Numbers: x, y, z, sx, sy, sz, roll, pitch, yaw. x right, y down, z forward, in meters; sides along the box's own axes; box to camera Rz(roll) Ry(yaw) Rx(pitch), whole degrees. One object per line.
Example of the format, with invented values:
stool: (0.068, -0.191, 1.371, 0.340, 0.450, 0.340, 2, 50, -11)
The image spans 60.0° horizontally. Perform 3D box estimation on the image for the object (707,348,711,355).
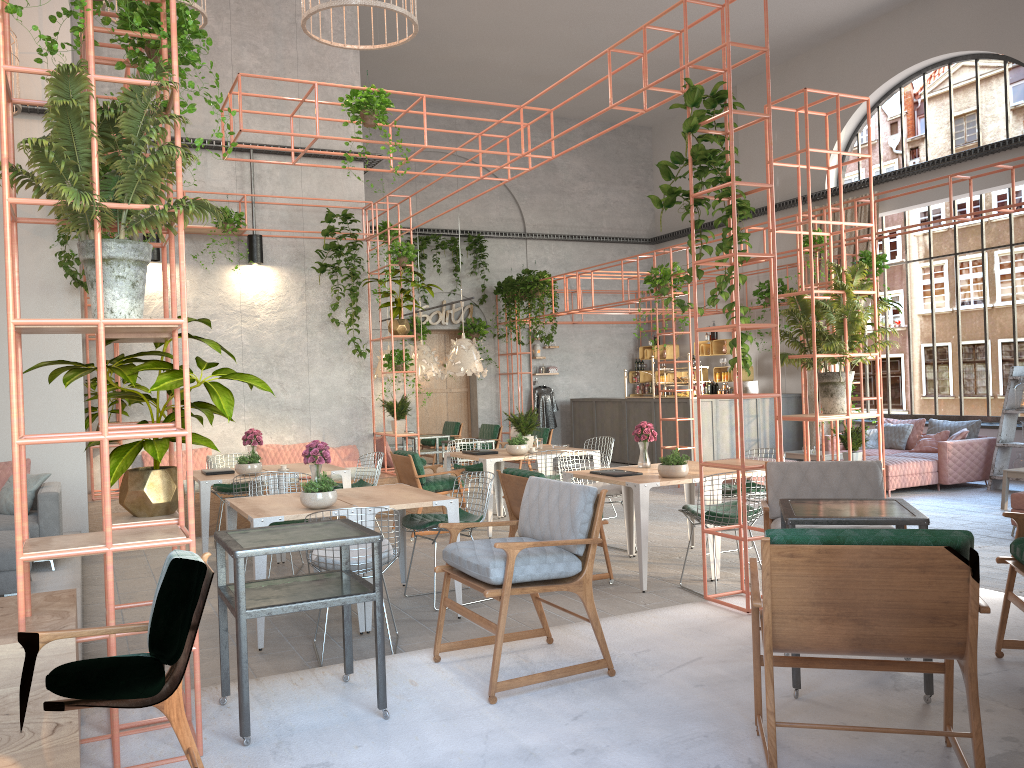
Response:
object: (3.868, -0.634, 17.250, 0.123, 0.142, 0.141, -2, 0, -26)

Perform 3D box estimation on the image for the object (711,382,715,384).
object: (3.966, 0.074, 17.516, 0.072, 0.248, 0.094, -2, 0, -26)

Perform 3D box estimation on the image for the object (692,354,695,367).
object: (3.646, -0.460, 17.821, 0.066, 0.291, 0.066, -2, 0, -19)

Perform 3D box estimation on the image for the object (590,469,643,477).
object: (0.874, 0.755, 7.465, 0.268, 0.031, 0.427, -2, 0, -26)

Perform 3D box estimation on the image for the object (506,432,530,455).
object: (0.055, 0.646, 9.592, 0.248, 0.247, 0.254, -2, 0, -26)

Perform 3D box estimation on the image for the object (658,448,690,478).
object: (1.288, 0.634, 7.097, 0.247, 0.247, 0.252, -2, 0, -26)

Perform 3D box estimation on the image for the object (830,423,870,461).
object: (3.913, 0.695, 10.198, 0.438, 0.527, 0.368, -2, 0, -26)

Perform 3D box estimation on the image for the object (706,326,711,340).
object: (3.895, -0.997, 17.488, 0.134, 0.301, 0.134, -2, 0, -37)

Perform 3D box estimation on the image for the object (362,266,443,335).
object: (-1.403, -1.092, 11.406, 0.934, 0.947, 0.903, -2, 0, 26)

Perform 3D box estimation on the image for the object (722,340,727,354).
object: (4.087, -0.700, 16.936, 0.137, 0.261, 0.137, -2, 0, 10)

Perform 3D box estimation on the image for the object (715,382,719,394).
object: (4.004, 0.053, 17.339, 0.074, 0.287, 0.072, -2, 0, 6)

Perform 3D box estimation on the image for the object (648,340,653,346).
object: (2.969, -0.878, 18.993, 0.088, 0.123, 0.088, -2, 0, 30)

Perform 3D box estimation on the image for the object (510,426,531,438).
object: (0.102, 0.617, 10.352, 0.241, 0.313, 0.241, -2, 0, 19)

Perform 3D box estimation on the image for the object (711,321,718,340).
object: (3.945, -1.040, 17.300, 0.134, 0.386, 0.134, -2, 0, -37)

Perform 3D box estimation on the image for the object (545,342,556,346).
object: (0.815, -0.849, 18.842, 0.263, 0.101, 0.013, -2, 0, -26)

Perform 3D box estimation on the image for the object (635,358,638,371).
object: (2.738, -0.433, 19.514, 0.066, 0.291, 0.066, -2, 0, 34)

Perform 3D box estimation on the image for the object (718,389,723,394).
object: (3.998, 0.145, 16.969, 0.115, 0.107, 0.115, -2, 0, -29)

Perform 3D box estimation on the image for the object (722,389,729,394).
object: (4.055, 0.144, 16.852, 0.115, 0.107, 0.115, -2, 0, 31)

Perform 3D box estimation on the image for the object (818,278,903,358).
object: (3.964, -0.773, 10.144, 0.923, 0.946, 0.924, -2, 0, 30)

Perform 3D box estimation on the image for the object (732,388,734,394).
object: (4.166, 0.140, 16.906, 0.115, 0.107, 0.115, -2, 0, -20)

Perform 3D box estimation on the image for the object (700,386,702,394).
object: (3.722, 0.098, 17.516, 0.073, 0.219, 0.105, -2, 0, -20)

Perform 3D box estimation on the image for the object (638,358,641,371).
object: (2.807, -0.435, 19.548, 0.066, 0.291, 0.066, -2, 0, -19)

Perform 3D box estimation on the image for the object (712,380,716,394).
object: (3.933, 0.059, 17.301, 0.065, 0.280, 0.065, -2, 0, 17)

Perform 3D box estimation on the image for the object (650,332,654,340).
object: (3.056, -0.971, 19.215, 0.134, 0.301, 0.134, -2, 0, -37)

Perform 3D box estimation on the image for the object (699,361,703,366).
object: (3.757, -0.392, 17.755, 0.115, 0.147, 0.115, -2, 0, -17)

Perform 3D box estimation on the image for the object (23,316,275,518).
object: (-1.585, 0.134, 4.008, 0.934, 0.923, 0.903, -2, 0, 31)

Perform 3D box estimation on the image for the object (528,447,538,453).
object: (0.229, 0.727, 9.849, 0.115, 0.078, 0.115, -2, 0, -20)

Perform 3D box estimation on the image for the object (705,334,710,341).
object: (3.808, -0.904, 17.266, 0.088, 0.123, 0.088, -2, 0, 30)

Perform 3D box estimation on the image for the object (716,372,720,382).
object: (3.954, -0.137, 16.996, 0.069, 0.191, 0.069, -2, 0, -14)

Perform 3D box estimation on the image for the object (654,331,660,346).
object: (3.106, -1.015, 19.027, 0.134, 0.386, 0.134, -2, 0, 8)

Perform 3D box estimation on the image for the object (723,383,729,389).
object: (4.083, 0.038, 16.937, 0.115, 0.107, 0.115, -2, 0, 30)

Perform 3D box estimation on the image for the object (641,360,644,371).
object: (2.881, -0.438, 19.581, 0.066, 0.291, 0.066, -2, 0, 14)

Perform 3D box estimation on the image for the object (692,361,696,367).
object: (3.639, -0.388, 17.698, 0.115, 0.147, 0.115, -2, 0, -17)

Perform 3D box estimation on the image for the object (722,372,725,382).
object: (4.026, -0.139, 16.849, 0.069, 0.191, 0.069, -2, 0, 10)

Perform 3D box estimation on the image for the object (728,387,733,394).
object: (4.142, 0.129, 16.806, 0.073, 0.131, 0.073, -2, 0, -33)

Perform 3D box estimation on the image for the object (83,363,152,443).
object: (-4.509, 0.196, 9.908, 0.934, 0.919, 0.903, -2, 0, 36)

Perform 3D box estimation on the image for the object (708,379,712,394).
object: (3.854, 0.057, 17.256, 0.066, 0.291, 0.066, -2, 0, -42)

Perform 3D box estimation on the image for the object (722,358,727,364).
object: (4.044, -0.406, 16.863, 0.083, 0.159, 0.083, -2, 0, 19)

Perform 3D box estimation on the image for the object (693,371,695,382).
object: (3.636, -0.162, 17.685, 0.072, 0.248, 0.094, -2, 0, -26)

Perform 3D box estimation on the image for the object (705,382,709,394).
object: (3.814, 0.080, 17.328, 0.082, 0.246, 0.082, -2, 0, 7)

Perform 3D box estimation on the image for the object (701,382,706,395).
object: (3.774, 0.081, 17.421, 0.072, 0.248, 0.094, -2, 0, -26)

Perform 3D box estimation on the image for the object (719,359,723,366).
object: (4.005, -0.405, 16.945, 0.083, 0.159, 0.083, -2, 0, 19)

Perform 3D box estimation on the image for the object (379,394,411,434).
object: (-1.479, 0.379, 11.438, 0.438, 0.527, 0.368, -2, 0, -26)

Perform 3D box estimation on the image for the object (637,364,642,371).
object: (2.800, -0.363, 19.424, 0.115, 0.147, 0.115, -2, 0, 19)

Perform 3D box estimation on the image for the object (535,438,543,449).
object: (0.316, 0.694, 10.305, 0.095, 0.119, 0.095, -2, 0, -2)

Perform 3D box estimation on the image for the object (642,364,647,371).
object: (2.918, -0.367, 19.482, 0.115, 0.147, 0.115, -2, 0, 19)

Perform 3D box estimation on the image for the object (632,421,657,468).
object: (1.183, 0.539, 7.888, 0.213, 0.414, 0.225, -2, 0, -34)

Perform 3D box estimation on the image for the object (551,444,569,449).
object: (0.559, 0.725, 10.296, 0.218, 0.041, 0.218, -2, 0, -17)

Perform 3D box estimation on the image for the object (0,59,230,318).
object: (-1.597, -0.801, 3.562, 0.894, 1.101, 0.900, -2, 0, 28)

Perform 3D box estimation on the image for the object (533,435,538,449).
object: (0.190, 0.685, 10.482, 0.165, 0.154, 0.210, -2, 0, -36)

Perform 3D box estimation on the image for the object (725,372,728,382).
object: (4.066, -0.141, 16.768, 0.069, 0.191, 0.069, -2, 0, -9)

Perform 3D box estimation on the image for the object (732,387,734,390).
object: (4.210, 0.126, 16.993, 0.073, 0.131, 0.073, -2, 0, 36)

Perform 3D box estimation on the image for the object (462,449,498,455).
object: (-0.360, 0.767, 9.961, 0.268, 0.031, 0.427, -2, 0, -26)

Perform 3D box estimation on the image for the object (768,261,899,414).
object: (2.343, -0.332, 6.484, 0.894, 1.100, 0.900, -2, 0, 3)

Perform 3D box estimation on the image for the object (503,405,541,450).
object: (0.135, 0.500, 10.027, 0.438, 0.527, 0.368, -2, 0, -26)
